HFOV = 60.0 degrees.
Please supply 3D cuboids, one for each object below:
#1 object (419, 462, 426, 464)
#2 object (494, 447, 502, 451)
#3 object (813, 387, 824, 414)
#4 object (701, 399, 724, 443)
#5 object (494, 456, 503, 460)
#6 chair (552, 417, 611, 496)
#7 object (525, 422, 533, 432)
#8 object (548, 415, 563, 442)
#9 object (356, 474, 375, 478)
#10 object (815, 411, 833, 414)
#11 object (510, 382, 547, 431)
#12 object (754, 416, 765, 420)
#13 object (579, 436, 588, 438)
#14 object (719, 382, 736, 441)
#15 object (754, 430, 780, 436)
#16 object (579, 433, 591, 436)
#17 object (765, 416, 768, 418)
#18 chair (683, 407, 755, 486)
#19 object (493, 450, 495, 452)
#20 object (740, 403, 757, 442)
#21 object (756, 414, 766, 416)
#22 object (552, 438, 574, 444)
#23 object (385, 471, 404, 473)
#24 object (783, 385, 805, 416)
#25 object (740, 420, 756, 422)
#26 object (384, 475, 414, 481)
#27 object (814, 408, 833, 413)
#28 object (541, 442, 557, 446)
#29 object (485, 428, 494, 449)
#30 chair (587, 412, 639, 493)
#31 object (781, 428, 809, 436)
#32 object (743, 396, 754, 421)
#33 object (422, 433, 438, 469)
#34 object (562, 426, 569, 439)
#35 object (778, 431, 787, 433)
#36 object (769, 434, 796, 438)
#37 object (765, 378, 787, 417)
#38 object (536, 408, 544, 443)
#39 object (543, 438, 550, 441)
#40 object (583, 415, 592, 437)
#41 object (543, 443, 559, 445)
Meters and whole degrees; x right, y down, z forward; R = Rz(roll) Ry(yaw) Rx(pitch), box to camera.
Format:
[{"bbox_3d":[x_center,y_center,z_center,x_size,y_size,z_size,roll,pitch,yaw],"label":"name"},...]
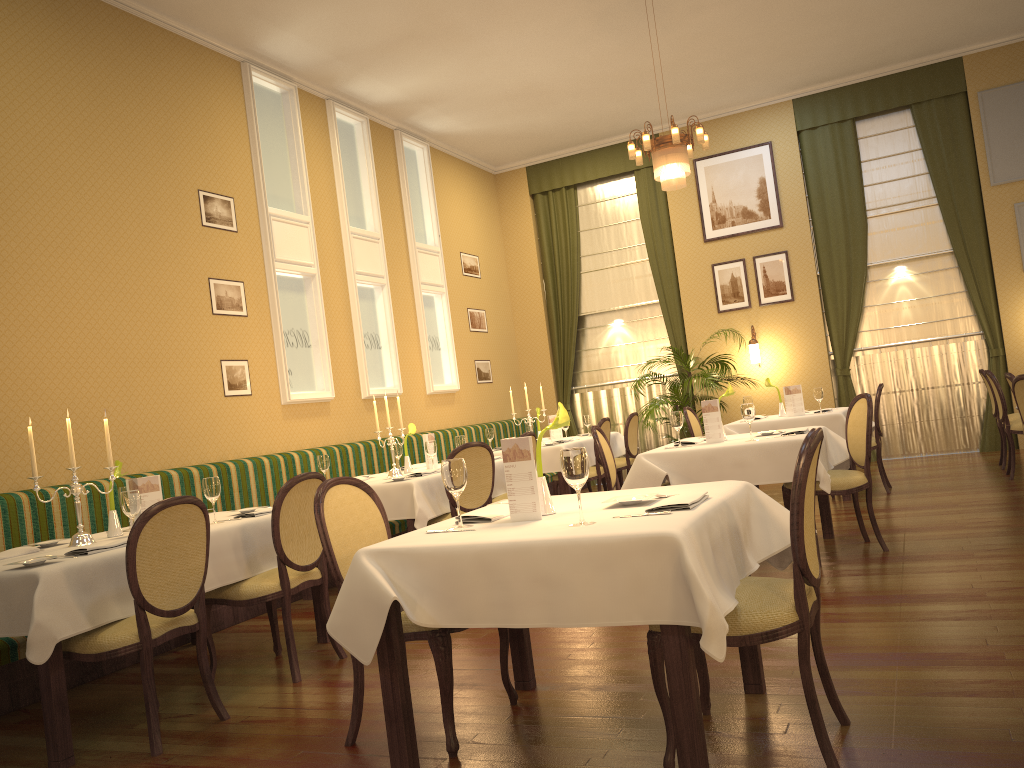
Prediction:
[{"bbox_3d":[-0.727,0.687,7.612,0.160,0.024,0.160,-8,-2,24],"label":"object"},{"bbox_3d":[-0.063,0.641,8.913,0.142,0.033,0.273,-8,-2,24],"label":"object"},{"bbox_3d":[2.706,0.148,7.806,0.088,0.229,0.088,-7,-2,-18],"label":"object"},{"bbox_3d":[1.273,0.244,5.728,0.081,0.277,0.166,-7,-2,-19],"label":"object"},{"bbox_3d":[-0.185,0.602,7.082,0.142,0.024,0.273,-8,-2,24],"label":"object"},{"bbox_3d":[0.708,0.826,8.537,0.571,0.955,0.530,-8,-2,24],"label":"chair"},{"bbox_3d":[0.196,0.529,9.632,0.088,0.229,0.088,-7,-2,-18],"label":"object"},{"bbox_3d":[0.430,0.466,9.300,0.166,0.277,0.081,-9,-2,41],"label":"object"},{"bbox_3d":[-1.131,0.712,6.766,0.160,0.024,0.160,-8,-2,24],"label":"object"},{"bbox_3d":[2.761,0.255,7.898,0.185,0.010,0.017,-8,-2,24],"label":"object"},{"bbox_3d":[0.170,0.300,8.971,0.390,0.655,0.131,-8,-2,30],"label":"object"},{"bbox_3d":[2.295,0.320,8.366,0.142,0.033,0.273,-8,-2,24],"label":"object"},{"bbox_3d":[0.793,0.555,9.394,0.185,0.010,0.017,-8,-2,24],"label":"object"},{"bbox_3d":[1.390,0.180,5.794,0.163,0.375,0.076,-7,-2,1],"label":"object"},{"bbox_3d":[1.657,0.322,5.760,0.160,0.024,0.160,-8,-2,24],"label":"object"},{"bbox_3d":[0.804,0.557,9.713,0.160,0.024,0.160,-8,-2,24],"label":"object"},{"bbox_3d":[2.379,0.321,8.511,0.181,0.015,0.038,-8,-2,26],"label":"object"},{"bbox_3d":[1.999,0.660,8.527,0.571,0.955,0.530,-8,-2,24],"label":"chair"},{"bbox_3d":[-0.241,0.662,8.660,0.181,0.015,0.038,-8,-2,26],"label":"object"},{"bbox_3d":[1.453,0.234,5.426,0.088,0.229,0.088,-7,-2,-24],"label":"object"},{"bbox_3d":[2.379,0.321,8.623,0.160,0.024,0.160,-8,-2,24],"label":"object"},{"bbox_3d":[0.492,0.563,8.696,0.142,0.033,0.273,-8,-2,24],"label":"object"},{"bbox_3d":[-0.933,0.703,7.092,0.185,0.010,0.017,-8,-2,26],"label":"object"},{"bbox_3d":[2.554,0.154,8.064,0.166,0.277,0.081,-8,-2,31],"label":"object"},{"bbox_3d":[2.174,0.337,8.104,0.185,0.010,0.017,-8,-2,26],"label":"object"},{"bbox_3d":[-0.760,0.639,5.950,0.160,0.024,0.160,-8,-2,24],"label":"object"},{"bbox_3d":[2.855,0.245,8.138,0.142,0.024,0.273,-8,-2,24],"label":"object"},{"bbox_3d":[0.355,0.574,8.407,0.160,0.024,0.160,-8,-2,24],"label":"object"},{"bbox_3d":[-0.213,0.553,8.742,0.088,0.229,0.088,-7,-2,-18],"label":"object"},{"bbox_3d":[1.086,0.802,9.290,0.571,0.955,0.530,-8,-2,24],"label":"chair"},{"bbox_3d":[1.784,0.302,5.587,0.142,0.024,0.273,-8,-2,24],"label":"object"},{"bbox_3d":[2.187,0.227,8.187,0.088,0.229,0.088,-7,-2,-18],"label":"object"},{"bbox_3d":[-0.631,0.527,6.931,0.081,0.277,0.166,-7,-2,-14],"label":"object"},{"bbox_3d":[0.537,0.461,8.882,0.088,0.229,0.088,-7,-2,-18],"label":"object"},{"bbox_3d":[1.826,0.306,5.807,0.181,0.015,0.038,-8,-2,26],"label":"object"},{"bbox_3d":[1.646,0.320,5.441,0.185,0.010,0.017,-8,-2,24],"label":"object"},{"bbox_3d":[2.459,0.121,8.266,0.076,0.375,0.163,-6,-2,-44],"label":"object"},{"bbox_3d":[0.287,0.433,9.285,0.076,0.375,0.163,-8,-2,11],"label":"object"},{"bbox_3d":[0.304,0.622,9.812,0.142,0.033,0.273,-8,-2,24],"label":"object"},{"bbox_3d":[0.794,0.441,9.283,0.088,0.229,0.088,-7,-2,-18],"label":"object"},{"bbox_3d":[0.376,0.580,8.569,0.181,0.015,0.038,-8,-2,26],"label":"object"}]
